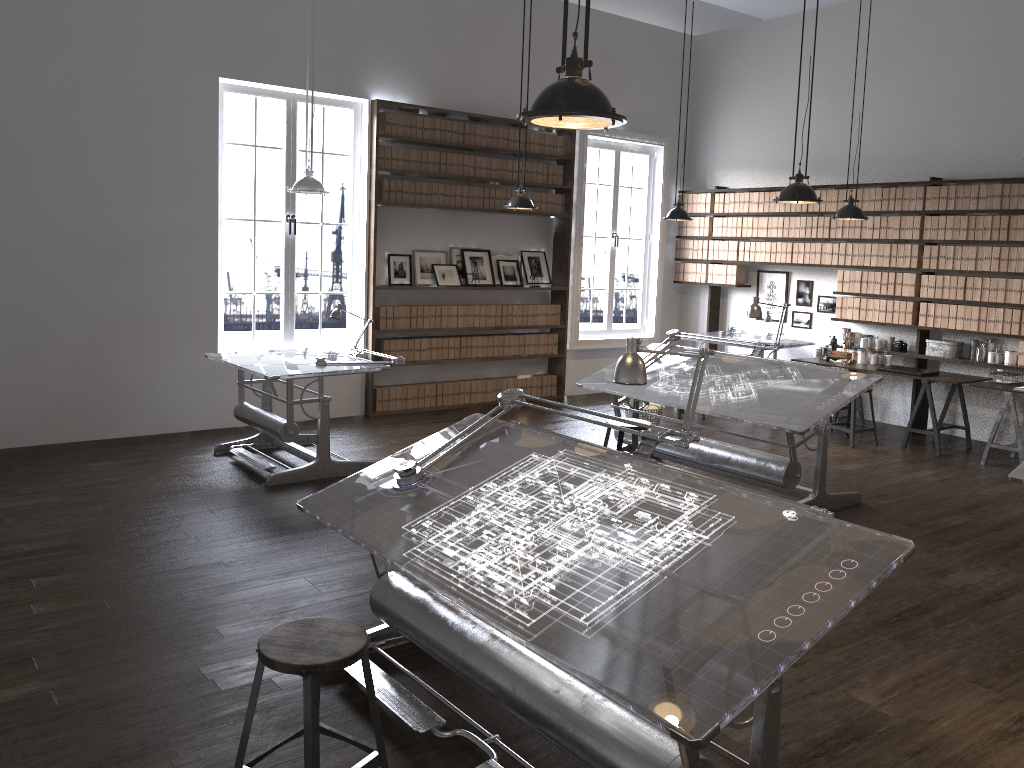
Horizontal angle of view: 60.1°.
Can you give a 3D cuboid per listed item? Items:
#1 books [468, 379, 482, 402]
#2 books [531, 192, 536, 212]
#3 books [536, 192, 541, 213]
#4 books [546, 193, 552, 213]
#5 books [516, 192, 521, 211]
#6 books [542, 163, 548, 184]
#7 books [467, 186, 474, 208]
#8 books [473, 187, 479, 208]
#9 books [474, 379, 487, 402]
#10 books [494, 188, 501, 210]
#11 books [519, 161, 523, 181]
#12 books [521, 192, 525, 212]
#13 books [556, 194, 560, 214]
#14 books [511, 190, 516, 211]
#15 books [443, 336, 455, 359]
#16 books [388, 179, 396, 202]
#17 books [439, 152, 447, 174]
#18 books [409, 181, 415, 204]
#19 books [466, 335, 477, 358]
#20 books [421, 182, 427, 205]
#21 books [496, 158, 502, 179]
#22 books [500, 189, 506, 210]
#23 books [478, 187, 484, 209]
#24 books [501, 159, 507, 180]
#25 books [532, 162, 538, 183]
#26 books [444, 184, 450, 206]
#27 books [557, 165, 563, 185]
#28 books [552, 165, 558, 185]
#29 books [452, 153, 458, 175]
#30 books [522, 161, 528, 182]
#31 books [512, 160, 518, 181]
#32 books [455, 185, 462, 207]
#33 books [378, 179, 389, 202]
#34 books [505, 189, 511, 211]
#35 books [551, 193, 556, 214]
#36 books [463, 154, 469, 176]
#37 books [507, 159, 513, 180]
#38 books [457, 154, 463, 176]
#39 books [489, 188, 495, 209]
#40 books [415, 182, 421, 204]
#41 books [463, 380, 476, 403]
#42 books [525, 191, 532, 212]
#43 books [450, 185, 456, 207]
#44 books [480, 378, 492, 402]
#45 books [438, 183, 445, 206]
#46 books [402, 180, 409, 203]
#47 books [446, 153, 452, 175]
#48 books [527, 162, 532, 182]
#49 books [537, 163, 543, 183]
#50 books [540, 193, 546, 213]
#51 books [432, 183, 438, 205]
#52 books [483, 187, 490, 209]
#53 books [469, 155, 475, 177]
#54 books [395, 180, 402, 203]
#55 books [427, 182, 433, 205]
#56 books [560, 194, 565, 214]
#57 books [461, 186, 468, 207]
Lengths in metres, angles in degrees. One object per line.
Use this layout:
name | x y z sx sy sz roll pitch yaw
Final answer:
books | -0.401 0.073 9.462 0.067 0.224 0.175 -2 8 -37
books | 0.183 -1.978 9.650 0.067 0.224 0.175 -2 8 -37
books | 0.237 -1.983 9.694 0.067 0.224 0.175 -2 8 -37
books | 0.354 -1.991 9.774 0.067 0.224 0.175 -2 8 -37
books | 0.020 -1.965 9.525 0.067 0.224 0.175 -2 8 -37
books | 0.307 -2.296 9.707 0.067 0.224 0.175 -2 8 -37
books | -0.474 -1.925 9.142 0.067 0.224 0.175 -2 8 -37
books | -0.426 -1.930 9.184 0.067 0.224 0.175 -2 8 -37
books | -0.352 0.068 9.501 0.067 0.224 0.175 -2 8 -37
books | -0.198 -1.948 9.355 0.067 0.224 0.175 -2 8 -37
books | 0.032 -2.274 9.495 0.067 0.224 0.175 -2 8 -37
books | 0.071 -1.969 9.562 0.067 0.224 0.175 -2 8 -37
books | 0.455 -2.000 9.856 0.067 0.224 0.175 -2 8 -37
books | -0.031 -1.960 9.481 0.067 0.224 0.175 -2 8 -37
books | -0.673 -0.381 9.191 0.067 0.224 0.175 -2 8 -37
books | -1.199 -1.868 8.590 0.067 0.224 0.175 -2 8 -37
books | -0.736 -2.212 8.904 0.067 0.224 0.175 -2 8 -37
books | -1.030 -1.883 8.725 0.067 0.224 0.175 -2 8 -37
books | -0.445 -0.399 9.363 0.067 0.224 0.175 -2 8 -37
books | -0.916 -1.890 8.805 0.067 0.224 0.175 -2 8 -37
books | -0.188 -2.257 9.330 0.067 0.224 0.175 -2 8 -37
books | -0.144 -1.953 9.402 0.067 0.224 0.175 -2 8 -37
books | -0.376 -1.934 9.226 0.067 0.224 0.175 -2 8 -37
books | -0.131 -2.261 9.370 0.067 0.224 0.175 -2 8 -37
books | 0.194 -2.287 9.620 0.067 0.224 0.175 -2 8 -37
books | -0.703 -1.908 8.974 0.067 0.224 0.175 -2 8 -37
books | 0.487 -2.310 9.841 0.067 0.224 0.175 -2 8 -37
books | 0.425 -2.305 9.797 0.067 0.224 0.175 -2 8 -37
books | -0.627 -2.222 8.991 0.067 0.224 0.175 -2 8 -37
books | 0.088 -2.277 9.532 0.067 0.224 0.175 -2 8 -37
books | -0.017 -2.270 9.455 0.067 0.224 0.175 -2 8 -37
books | -0.591 -1.917 9.057 0.067 0.224 0.175 -2 8 -37
books | -1.261 -1.864 8.549 0.067 0.224 0.175 -2 8 -37
books | -0.088 -1.957 9.445 0.067 0.224 0.175 -2 8 -37
books | 0.407 -1.995 9.815 0.067 0.224 0.175 -2 8 -37
books | -0.516 -2.230 9.070 0.067 0.224 0.175 -2 8 -37
books | -0.073 -2.265 9.410 0.067 0.224 0.175 -2 8 -37
books | -0.574 -2.225 9.026 0.067 0.224 0.175 -2 8 -37
books | -0.257 -1.944 9.316 0.067 0.224 0.175 -2 8 -37
books | -0.973 -1.887 8.768 0.067 0.224 0.175 -2 8 -37
books | -0.458 0.077 9.416 0.067 0.224 0.175 -2 8 -37
books | 0.129 -1.973 9.604 0.067 0.224 0.175 -2 8 -37
books | -0.649 -1.913 9.018 0.067 0.224 0.175 -2 8 -37
books | -0.297 0.065 9.538 0.067 0.224 0.175 -2 8 -37
books | -0.756 -1.903 8.928 0.067 0.224 0.175 -2 8 -37
books | -1.084 -1.878 8.679 0.067 0.224 0.175 -2 8 -37
books | -0.680 -2.218 8.953 0.067 0.224 0.175 -2 8 -37
books | 0.138 -2.282 9.577 0.067 0.224 0.175 -2 8 -37
books | 0.253 -2.291 9.660 0.067 0.224 0.175 -2 8 -37
books | 0.295 -1.987 9.733 0.067 0.224 0.175 -2 8 -37
books | -0.815 -1.899 8.886 0.067 0.224 0.175 -2 8 -37
books | -0.313 -1.938 9.266 0.067 0.224 0.175 -2 8 -37
books | -0.461 -2.235 9.116 0.067 0.224 0.175 -2 8 -37
books | -1.143 -1.874 8.640 0.067 0.224 0.175 -2 8 -37
books | -0.866 -1.895 8.849 0.067 0.224 0.175 -2 8 -37
books | 0.510 -2.004 9.900 0.067 0.224 0.175 -2 8 -37
books | -0.531 -1.921 9.098 0.067 0.224 0.175 -2 8 -37
